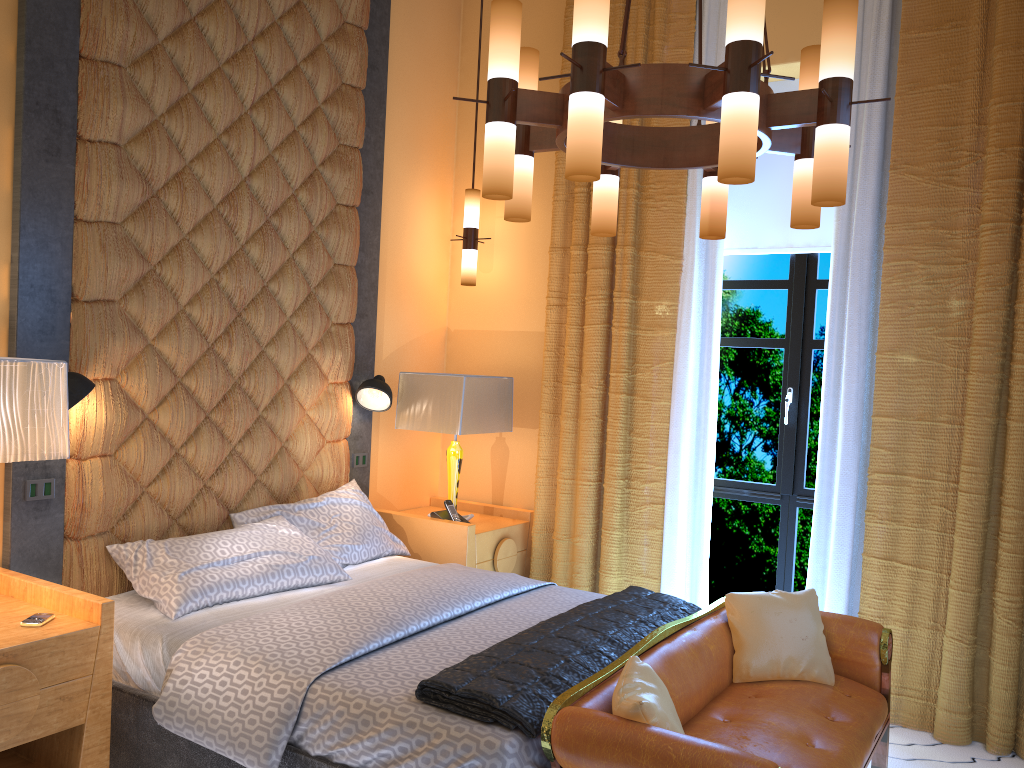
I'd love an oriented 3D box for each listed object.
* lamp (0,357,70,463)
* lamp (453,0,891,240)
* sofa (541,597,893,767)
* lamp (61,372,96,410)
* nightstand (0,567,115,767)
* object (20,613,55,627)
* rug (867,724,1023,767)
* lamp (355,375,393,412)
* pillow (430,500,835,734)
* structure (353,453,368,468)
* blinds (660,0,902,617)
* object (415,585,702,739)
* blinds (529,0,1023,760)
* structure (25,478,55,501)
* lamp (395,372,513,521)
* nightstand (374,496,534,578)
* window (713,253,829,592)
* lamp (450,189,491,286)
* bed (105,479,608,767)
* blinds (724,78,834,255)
[{"bbox_3d":[-1.664,0.317,2.612,0.424,0.803,0.505,4,2,32],"label":"lamp"},{"bbox_3d":[0.479,-1.580,2.539,1.141,2.170,1.140,2,2,-36],"label":"lamp"},{"bbox_3d":[0.746,1.147,2.791,0.650,0.641,1.615,4,1,32],"label":"sofa"},{"bbox_3d":[-1.581,0.030,3.113,0.214,0.190,0.185,2,2,-31],"label":"lamp"},{"bbox_3d":[-1.710,0.997,2.628,0.720,0.700,0.708,4,2,32],"label":"nightstand"},{"bbox_3d":[-1.447,0.721,2.706,0.064,0.018,0.111,3,1,-3],"label":"object"},{"bbox_3d":[0.239,1.440,2.812,3.700,0.016,3.387,4,1,32],"label":"rug"},{"bbox_3d":[-0.524,0.070,4.583,0.568,0.218,0.231,3,2,-11],"label":"lamp"},{"bbox_3d":[0.470,0.862,3.585,1.147,0.407,2.626,3,1,-17],"label":"pillow"},{"bbox_3d":[-0.794,0.398,4.632,0.016,0.071,0.103,4,2,32],"label":"structure"},{"bbox_3d":[1.241,-0.577,4.198,2.049,4.079,0.236,4,2,29],"label":"blinds"},{"bbox_3d":[0.257,0.874,2.995,0.405,0.105,1.461,4,1,31],"label":"object"},{"bbox_3d":[1.231,-0.598,4.107,2.449,4.149,0.134,4,2,32],"label":"blinds"},{"bbox_3d":[-1.691,0.378,3.176,0.016,0.071,0.103,4,2,32],"label":"structure"},{"bbox_3d":[-0.309,0.350,4.729,0.424,0.803,0.505,4,2,32],"label":"lamp"},{"bbox_3d":[-0.337,1.034,4.859,0.720,0.691,0.680,4,2,32],"label":"nightstand"},{"bbox_3d":[1.428,-0.027,4.464,1.199,3.002,0.130,4,3,32],"label":"window"},{"bbox_3d":[-0.232,-0.819,4.970,0.199,0.532,0.199,2,2,-13],"label":"lamp"},{"bbox_3d":[-0.432,0.937,3.427,2.105,0.825,1.888,4,1,31],"label":"bed"},{"bbox_3d":[1.476,-1.089,4.413,1.199,0.874,0.013,4,2,32],"label":"blinds"}]
